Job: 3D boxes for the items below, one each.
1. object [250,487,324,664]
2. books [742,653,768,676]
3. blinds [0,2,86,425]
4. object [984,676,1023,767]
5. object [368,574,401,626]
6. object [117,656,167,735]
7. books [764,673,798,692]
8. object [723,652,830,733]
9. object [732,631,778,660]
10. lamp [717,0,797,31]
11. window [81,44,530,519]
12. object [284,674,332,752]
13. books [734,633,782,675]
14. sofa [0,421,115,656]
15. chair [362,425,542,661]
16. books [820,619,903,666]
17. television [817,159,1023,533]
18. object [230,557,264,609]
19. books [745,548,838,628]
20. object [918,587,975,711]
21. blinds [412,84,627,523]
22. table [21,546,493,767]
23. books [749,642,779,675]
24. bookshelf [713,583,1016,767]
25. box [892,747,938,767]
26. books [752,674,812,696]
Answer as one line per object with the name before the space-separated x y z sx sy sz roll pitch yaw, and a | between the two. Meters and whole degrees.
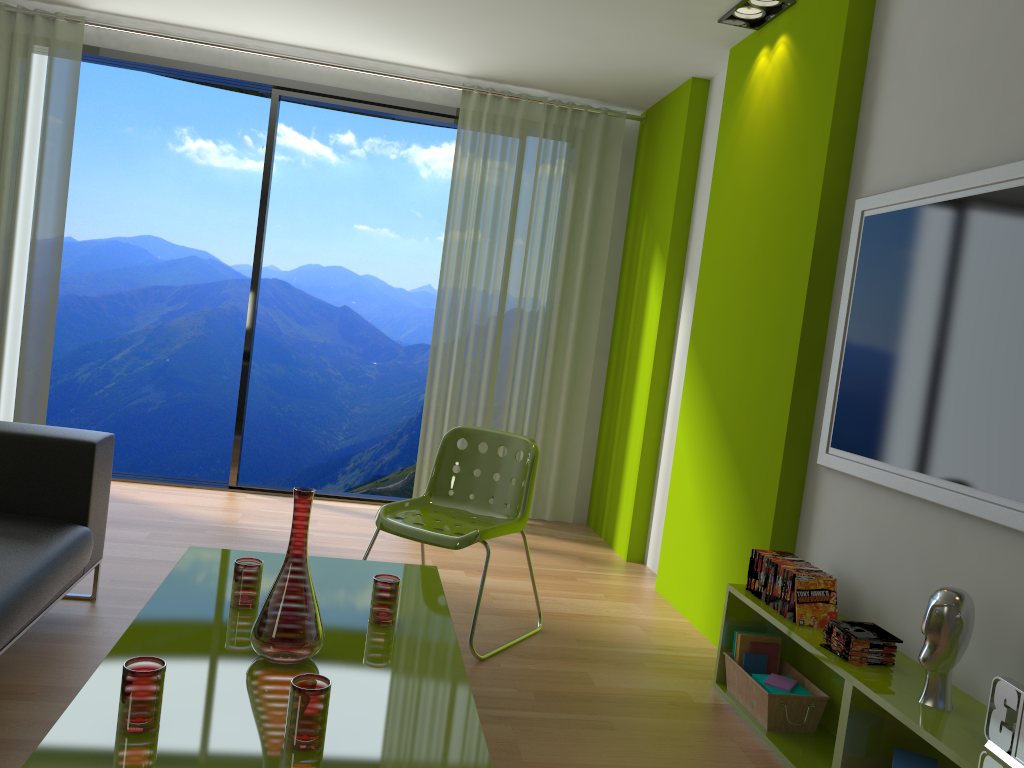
object | -0.505 0.441 2.061 0.168 0.400 0.168 6 4 -24
books | 0.833 1.004 3.056 0.086 0.148 0.025 7 3 -10
blinds | -3.014 -0.818 4.908 1.012 2.568 0.067 7 3 -10
object | 1.104 0.746 1.840 0.047 0.176 0.340 7 3 -5
object | -0.345 0.585 2.399 0.076 0.122 0.075 9 4 25
object | -0.692 0.583 1.658 0.076 0.122 0.075 9 4 25
books | 0.884 0.982 2.917 0.087 0.008 0.110 9 4 30
object | 0.868 1.031 2.966 0.213 0.129 0.367 7 3 -10
object | 0.851 0.976 3.118 0.158 0.200 0.040 7 3 -10
lamp | 1.031 -1.624 3.727 0.192 0.131 0.352 7 3 -10
window | -1.348 -0.551 5.430 3.336 2.498 0.219 7 3 -10
object | -0.385 0.621 1.674 0.076 0.122 0.075 4 5 -44
books | 0.855 0.977 3.094 0.158 0.202 0.051 7 3 -10
sofa | -1.749 0.523 1.925 1.061 0.639 2.583 7 3 -10
chair | -0.225 0.566 3.465 0.640 0.759 0.546 9 4 29
books | 0.988 0.735 2.526 0.164 0.078 0.172 7 3 -11
television | 1.274 -0.120 2.363 0.028 0.941 1.537 7 3 -10
object | -0.715 0.538 2.391 0.076 0.122 0.075 9 4 25
books | 0.927 0.670 2.925 0.147 0.150 0.370 7 3 -10
object | 1.080 0.658 2.210 0.107 0.305 0.107 4 4 -43
blinds | 0.040 -0.458 5.437 1.012 2.568 0.067 7 3 -10
table | -0.537 0.809 2.129 0.810 0.349 1.682 7 3 -10
books | 0.869 0.990 3.075 0.105 0.182 0.031 7 3 -10
bookshelf | 1.024 0.976 2.391 0.306 0.378 1.630 7 3 -10
box | 1.005 0.996 2.224 0.102 0.093 0.138 9 4 25
books | 0.887 1.000 2.900 0.143 0.025 0.182 7 3 -10
